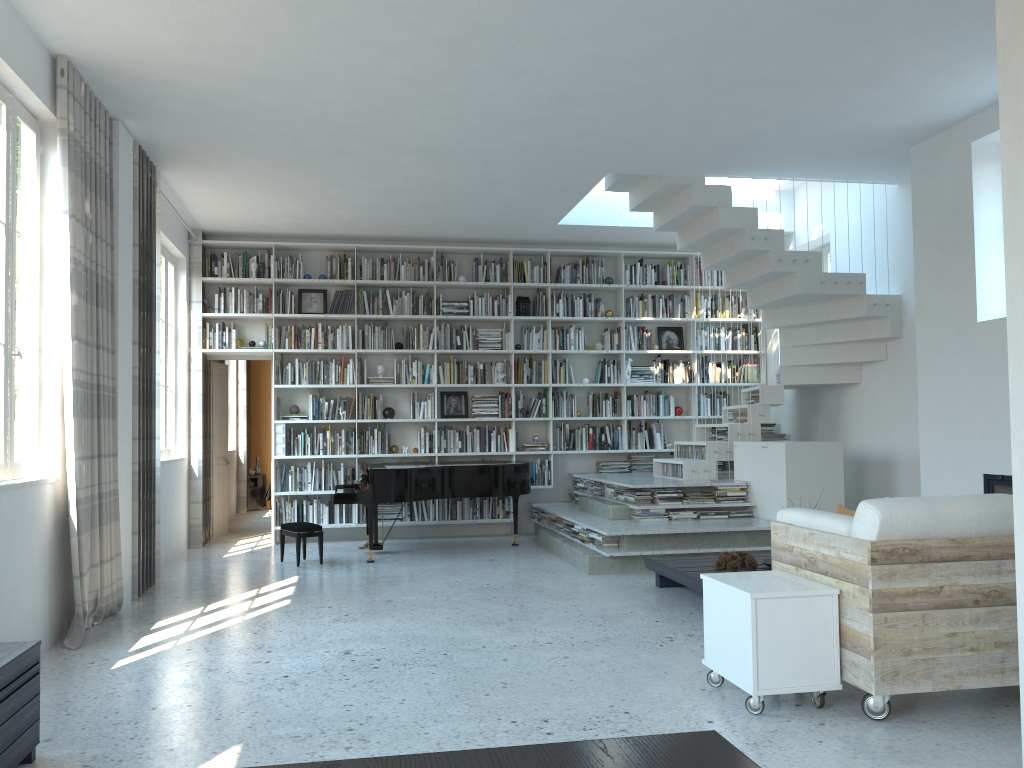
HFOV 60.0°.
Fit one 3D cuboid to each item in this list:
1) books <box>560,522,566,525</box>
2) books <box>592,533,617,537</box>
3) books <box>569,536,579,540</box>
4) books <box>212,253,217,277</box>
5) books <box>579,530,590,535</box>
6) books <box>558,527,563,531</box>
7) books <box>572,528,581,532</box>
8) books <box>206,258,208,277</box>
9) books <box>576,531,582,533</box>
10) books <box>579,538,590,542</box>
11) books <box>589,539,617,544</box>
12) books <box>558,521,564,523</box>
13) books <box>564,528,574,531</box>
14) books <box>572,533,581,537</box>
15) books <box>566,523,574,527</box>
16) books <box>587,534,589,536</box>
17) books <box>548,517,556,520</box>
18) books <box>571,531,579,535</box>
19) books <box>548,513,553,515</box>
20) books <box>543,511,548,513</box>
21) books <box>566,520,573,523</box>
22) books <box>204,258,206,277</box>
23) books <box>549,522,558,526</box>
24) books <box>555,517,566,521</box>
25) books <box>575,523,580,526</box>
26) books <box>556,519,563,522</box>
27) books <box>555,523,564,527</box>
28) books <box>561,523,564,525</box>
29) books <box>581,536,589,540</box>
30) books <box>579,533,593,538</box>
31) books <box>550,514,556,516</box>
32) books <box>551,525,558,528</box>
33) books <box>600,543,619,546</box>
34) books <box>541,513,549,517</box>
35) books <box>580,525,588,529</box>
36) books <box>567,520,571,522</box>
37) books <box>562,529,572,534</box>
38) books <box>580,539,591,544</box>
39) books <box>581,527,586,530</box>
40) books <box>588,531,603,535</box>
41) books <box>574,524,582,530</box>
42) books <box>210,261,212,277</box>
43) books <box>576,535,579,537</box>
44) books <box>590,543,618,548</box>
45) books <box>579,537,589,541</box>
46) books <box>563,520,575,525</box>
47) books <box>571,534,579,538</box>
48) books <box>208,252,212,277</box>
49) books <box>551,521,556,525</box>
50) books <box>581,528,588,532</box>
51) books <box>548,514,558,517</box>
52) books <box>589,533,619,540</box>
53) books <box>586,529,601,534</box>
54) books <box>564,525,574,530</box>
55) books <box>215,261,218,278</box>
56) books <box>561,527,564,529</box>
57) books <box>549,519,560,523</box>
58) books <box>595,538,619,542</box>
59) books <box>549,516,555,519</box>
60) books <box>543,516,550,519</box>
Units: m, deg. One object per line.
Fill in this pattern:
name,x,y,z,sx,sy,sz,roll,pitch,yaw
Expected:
books,0.544,1.322,8.477,0.155,0.009,0.297,0,-3,-10
books,0.756,1.229,7.277,0.165,0.015,0.243,0,-3,-7
books,0.634,1.361,7.865,0.193,0.005,0.225,0,-3,-15
books,-3.105,-1.213,9.258,0.025,0.269,0.177,0,-3,-11
books,0.696,1.265,7.574,0.168,0.013,0.281,0,-3,-16
books,0.534,1.384,8.473,0.161,0.008,0.254,0,-3,-6
books,0.642,1.291,7.870,0.180,0.017,0.183,0,-3,-14
books,-3.168,-1.189,9.258,0.023,0.223,0.151,0,-3,-11
books,0.645,1.302,7.870,0.171,0.007,0.260,0,-3,-8
books,0.699,1.327,7.572,0.178,0.009,0.277,0,-3,-13
books,0.745,1.290,7.272,0.187,0.017,0.206,0,-3,-6
books,0.540,1.313,8.477,0.169,0.009,0.242,0,-3,-11
books,0.589,1.338,8.169,0.177,0.011,0.220,0,-3,-9
books,0.645,1.332,7.869,0.180,0.008,0.267,0,-3,-12
books,0.601,1.299,8.173,0.142,0.017,0.239,0,-3,-15
books,0.707,1.280,7.576,0.150,0.004,0.290,0,-3,-7
books,0.475,1.331,8.780,0.169,0.009,0.242,0,-3,-15
books,0.639,1.322,7.868,0.189,0.013,0.215,0,-3,-13
books,0.464,1.282,8.780,0.193,0.005,0.225,0,-3,-15
books,0.426,1.315,9.089,0.159,0.006,0.285,0,-3,-9
books,0.602,1.265,8.175,0.157,0.007,0.268,0,-3,-11
books,-3.193,-1.191,9.263,0.024,0.228,0.130,0,-3,-11
books,0.481,1.385,8.779,0.159,0.012,0.292,0,-3,-14
books,0.528,1.289,8.476,0.179,0.012,0.249,0,-3,-14
books,0.654,1.248,7.874,0.139,0.013,0.288,0,-3,-6
books,0.532,1.302,8.476,0.165,0.014,0.236,0,-3,-16
books,0.532,1.346,8.474,0.182,0.013,0.287,0,-3,-10
books,0.553,1.333,8.478,0.140,0.013,0.180,0,-3,-10
books,0.707,1.314,7.574,0.170,0.006,0.268,0,-3,-11
books,0.694,1.289,7.573,0.191,0.015,0.246,0,-3,-10
books,0.478,1.290,8.782,0.174,0.011,0.228,0,-3,-12
books,0.486,1.406,8.779,0.157,0.014,0.180,0,-3,-14
books,0.781,1.306,7.278,0.132,0.014,0.205,0,-3,-11
books,0.416,1.343,9.086,0.180,0.015,0.294,0,-3,-13
books,0.693,1.218,7.576,0.182,0.016,0.257,0,-3,-8
books,0.598,1.258,8.175,0.160,0.008,0.239,0,-3,-10
books,0.580,1.357,8.167,0.189,0.009,0.291,0,-3,-8
books,0.688,1.339,7.570,0.191,0.016,0.209,0,-3,-6
books,0.694,1.231,7.575,0.178,0.010,0.196,0,-3,-6
books,0.749,1.216,7.276,0.176,0.010,0.266,0,-3,-15
books,0.656,1.268,7.873,0.141,0.028,0.223,0,-3,-16
books,-3.130,-1.175,9.258,0.024,0.194,0.167,0,-3,-11
books,0.651,1.341,7.869,0.159,0.009,0.275,0,-3,-8
books,0.752,1.322,7.272,0.184,0.017,0.230,0,-3,-9
books,0.692,1.320,7.571,0.191,0.006,0.275,0,-3,-9
books,0.588,1.275,8.172,0.170,0.014,0.281,0,-3,-14
books,0.649,1.348,7.869,0.171,0.005,0.297,0,-3,-12
books,-3.148,-1.221,9.253,0.014,0.286,0.175,0,-3,-11
books,0.486,1.373,8.780,0.165,0.012,0.205,0,-3,-11
books,0.704,1.247,7.576,0.175,0.006,0.251,0,-3,-11
books,0.476,1.303,8.781,0.171,0.015,0.253,0,-3,-14
books,0.756,1.249,7.276,0.156,0.027,0.287,0,-3,-16
books,0.742,1.204,7.275,0.192,0.014,0.256,0,-3,-15
books,0.591,1.320,8.170,0.160,0.025,0.244,0,-3,-16
books,-3.078,-1.172,9.262,0.028,0.186,0.182,0,-3,-11
books,0.556,1.378,8.477,0.128,0.005,0.296,0,-3,-9
books,0.480,1.354,8.780,0.159,0.011,0.246,0,-3,-15
books,0.776,1.272,7.279,0.137,0.019,0.224,0,-3,-10
books,0.468,1.319,8.779,0.182,0.016,0.199,0,-3,-6
books,0.419,1.361,9.086,0.171,0.020,0.193,0,-3,-7
